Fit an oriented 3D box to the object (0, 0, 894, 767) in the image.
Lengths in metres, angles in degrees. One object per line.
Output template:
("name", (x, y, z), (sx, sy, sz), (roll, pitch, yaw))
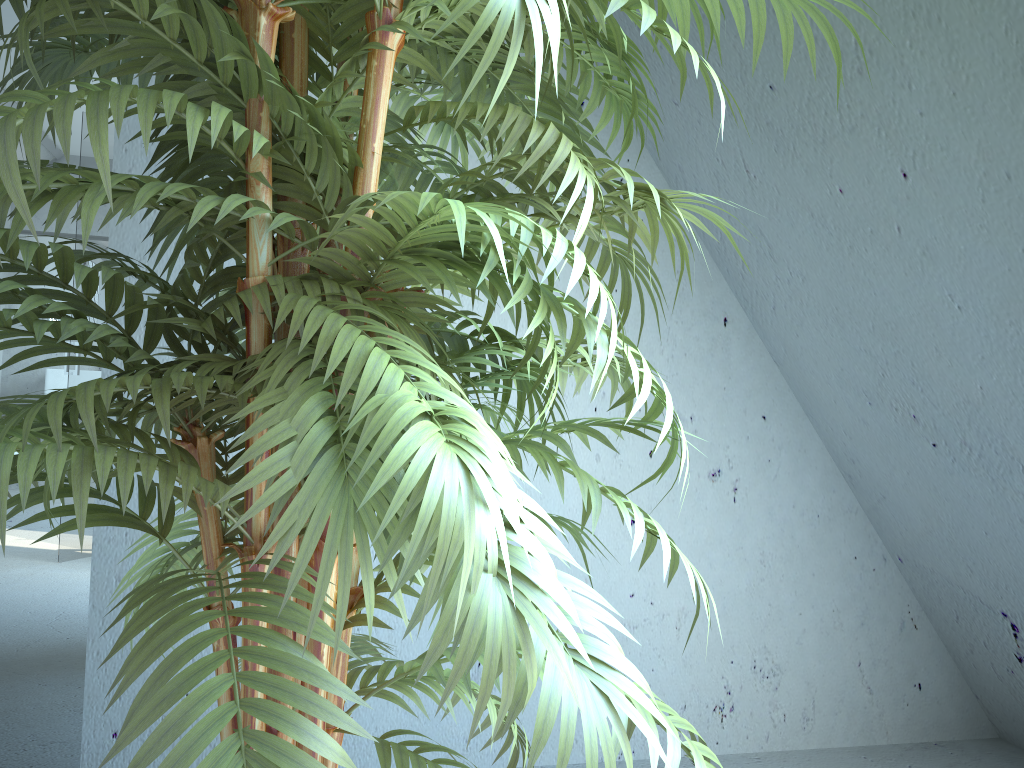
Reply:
("object", (-0.190, -0.176, 0.891), (0.980, 2.034, 1.020), (2, -1, 34))
